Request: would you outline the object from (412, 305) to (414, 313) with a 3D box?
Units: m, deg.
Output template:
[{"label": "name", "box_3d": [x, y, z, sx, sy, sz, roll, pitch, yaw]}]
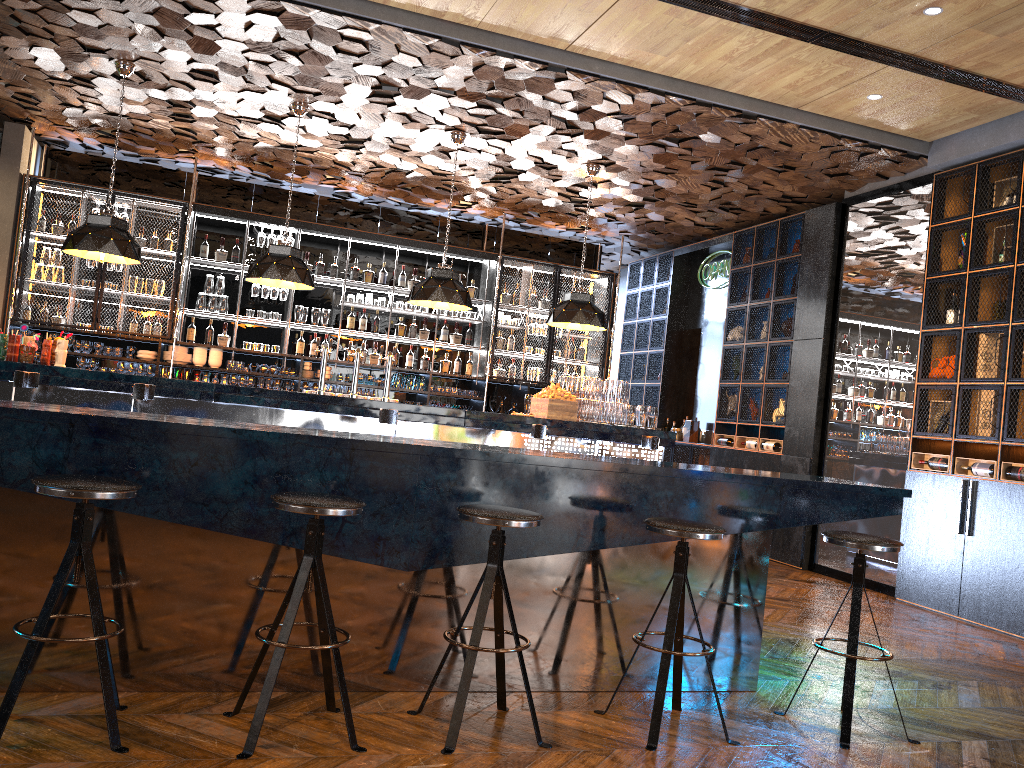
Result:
[{"label": "object", "box_3d": [-1.188, -0.903, 10.673, 0.089, 0.092, 0.089, 7, -2, -19]}]

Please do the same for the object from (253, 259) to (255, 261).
[{"label": "object", "box_3d": [-2.886, -1.352, 10.015, 0.089, 0.092, 0.089, 4, -3, 39]}]

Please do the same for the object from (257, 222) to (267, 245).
[{"label": "object", "box_3d": [-2.802, -1.687, 9.948, 0.092, 0.244, 0.092, 5, -2, 32]}]

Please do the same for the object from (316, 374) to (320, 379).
[{"label": "object", "box_3d": [-2.202, -0.081, 10.199, 0.094, 0.067, 0.106, 5, -2, 33]}]

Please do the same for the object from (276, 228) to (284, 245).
[{"label": "object", "box_3d": [-2.659, -1.664, 10.172, 0.092, 0.244, 0.092, 5, -2, 32]}]

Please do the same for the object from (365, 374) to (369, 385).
[{"label": "object", "box_3d": [-1.666, -0.048, 10.364, 0.108, 0.126, 0.108, 7, -2, -24]}]

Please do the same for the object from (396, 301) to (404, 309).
[{"label": "object", "box_3d": [-1.327, -0.925, 10.486, 0.089, 0.092, 0.089, 4, -3, 43]}]

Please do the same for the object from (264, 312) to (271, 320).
[{"label": "object", "box_3d": [-2.800, -0.767, 10.122, 0.089, 0.092, 0.089, 6, -2, 13]}]

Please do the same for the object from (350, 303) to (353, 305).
[{"label": "object", "box_3d": [-1.902, -0.986, 10.460, 0.089, 0.092, 0.089, 4, -3, 43]}]

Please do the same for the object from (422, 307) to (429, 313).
[{"label": "object", "box_3d": [-1.039, -0.890, 10.607, 0.089, 0.092, 0.089, 5, -2, 25]}]

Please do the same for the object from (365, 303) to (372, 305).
[{"label": "object", "box_3d": [-1.677, -0.965, 10.397, 0.089, 0.092, 0.089, 7, -2, -29]}]

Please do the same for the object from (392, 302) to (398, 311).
[{"label": "object", "box_3d": [-1.402, -0.927, 10.633, 0.089, 0.092, 0.089, 5, -2, 23]}]

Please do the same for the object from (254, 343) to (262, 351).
[{"label": "object", "box_3d": [-2.850, -0.410, 9.949, 0.089, 0.092, 0.089, 5, -3, 34]}]

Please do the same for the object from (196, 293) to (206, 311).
[{"label": "object", "box_3d": [-3.436, -0.904, 9.818, 0.105, 0.209, 0.105, 5, -2, 26]}]

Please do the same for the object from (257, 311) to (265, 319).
[{"label": "object", "box_3d": [-2.829, -0.775, 9.993, 0.089, 0.092, 0.089, 8, -3, -41]}]

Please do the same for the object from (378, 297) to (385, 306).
[{"label": "object", "box_3d": [-1.530, -0.969, 10.417, 0.089, 0.092, 0.089, 7, -2, -28]}]

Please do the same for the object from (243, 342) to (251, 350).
[{"label": "object", "box_3d": [-2.967, -0.423, 9.923, 0.089, 0.092, 0.089, 4, -3, 43]}]

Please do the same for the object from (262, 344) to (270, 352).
[{"label": "object", "box_3d": [-2.799, -0.400, 10.070, 0.089, 0.092, 0.089, 6, -2, -8]}]

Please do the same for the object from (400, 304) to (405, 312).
[{"label": "object", "box_3d": [-1.309, -0.916, 10.671, 0.089, 0.092, 0.089, 5, -2, 20]}]

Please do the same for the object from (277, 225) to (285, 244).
[{"label": "object", "box_3d": [-2.606, -1.664, 10.016, 0.092, 0.244, 0.092, 5, -2, 32]}]

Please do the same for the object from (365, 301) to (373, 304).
[{"label": "object", "box_3d": [-1.675, -0.987, 10.398, 0.089, 0.092, 0.089, 7, -2, -29]}]

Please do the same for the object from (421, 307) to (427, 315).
[{"label": "object", "box_3d": [-1.062, -0.887, 10.747, 0.089, 0.092, 0.089, 8, -3, -44]}]

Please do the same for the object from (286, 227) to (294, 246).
[{"label": "object", "box_3d": [-2.508, -1.653, 10.049, 0.092, 0.244, 0.092, 5, -2, 32]}]

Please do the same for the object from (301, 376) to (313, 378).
[{"label": "object", "box_3d": [-2.330, -0.075, 10.074, 0.149, 0.022, 0.149, 4, -3, 40]}]

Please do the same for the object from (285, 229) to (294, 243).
[{"label": "object", "box_3d": [-2.562, -1.653, 10.205, 0.092, 0.244, 0.092, 5, -2, 32]}]

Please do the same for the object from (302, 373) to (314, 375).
[{"label": "object", "box_3d": [-2.326, -0.109, 10.075, 0.149, 0.024, 0.149, 7, -2, -20]}]

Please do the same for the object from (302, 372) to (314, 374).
[{"label": "object", "box_3d": [-2.324, -0.118, 10.075, 0.149, 0.026, 0.148, 6, -2, -12]}]

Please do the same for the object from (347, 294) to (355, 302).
[{"label": "object", "box_3d": [-1.870, -0.989, 10.298, 0.089, 0.092, 0.089, 6, -2, 7]}]

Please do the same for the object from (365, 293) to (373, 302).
[{"label": "object", "box_3d": [-1.672, -1.013, 10.399, 0.089, 0.092, 0.089, 7, -2, -23]}]

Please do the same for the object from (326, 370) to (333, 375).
[{"label": "object", "box_3d": [-2.118, -0.120, 10.134, 0.094, 0.069, 0.106, 5, -2, 23]}]

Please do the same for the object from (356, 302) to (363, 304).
[{"label": "object", "box_3d": [-1.774, -0.978, 10.324, 0.089, 0.092, 0.089, 4, -3, 43]}]

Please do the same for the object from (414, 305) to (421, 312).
[{"label": "object", "box_3d": [-1.121, -0.901, 10.543, 0.089, 0.092, 0.089, 5, -3, 34]}]

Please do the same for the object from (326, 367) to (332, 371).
[{"label": "object", "box_3d": [-2.112, -0.165, 10.124, 0.094, 0.068, 0.106, 7, -2, -19]}]

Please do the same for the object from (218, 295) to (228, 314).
[{"label": "object", "box_3d": [-3.212, -0.878, 9.882, 0.105, 0.209, 0.105, 5, -2, 26]}]

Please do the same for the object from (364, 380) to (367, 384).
[{"label": "object", "box_3d": [-1.708, -0.048, 10.480, 0.108, 0.126, 0.108, 4, -3, 43]}]

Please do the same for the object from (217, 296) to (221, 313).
[{"label": "object", "box_3d": [-3.261, -0.879, 9.983, 0.105, 0.209, 0.105, 5, -2, 26]}]

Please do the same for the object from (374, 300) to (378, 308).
[{"label": "object", "box_3d": [-1.600, -0.951, 10.540, 0.089, 0.092, 0.089, 7, -2, -29]}]

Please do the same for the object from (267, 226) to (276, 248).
[{"label": "object", "box_3d": [-2.752, -1.675, 10.140, 0.092, 0.244, 0.092, 5, -2, 32]}]

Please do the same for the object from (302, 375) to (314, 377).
[{"label": "object", "box_3d": [-2.328, -0.086, 10.074, 0.149, 0.023, 0.149, 4, -3, 40]}]

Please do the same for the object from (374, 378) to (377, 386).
[{"label": "object", "box_3d": [-1.563, -0.023, 10.358, 0.098, 0.097, 0.098, 5, -2, 19]}]

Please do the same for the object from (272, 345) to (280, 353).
[{"label": "object", "box_3d": [-2.679, -0.388, 10.045, 0.089, 0.092, 0.089, 6, -2, -8]}]

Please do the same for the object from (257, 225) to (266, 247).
[{"label": "object", "box_3d": [-2.856, -1.687, 10.104, 0.092, 0.244, 0.092, 5, -2, 32]}]

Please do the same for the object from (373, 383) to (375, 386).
[{"label": "object", "box_3d": [-1.626, -0.023, 10.528, 0.098, 0.097, 0.098, 7, -2, -27]}]

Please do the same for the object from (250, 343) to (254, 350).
[{"label": "object", "box_3d": [-2.949, -0.415, 10.109, 0.089, 0.092, 0.089, 4, -3, 43]}]

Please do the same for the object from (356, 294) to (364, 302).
[{"label": "object", "box_3d": [-1.772, -0.998, 10.325, 0.089, 0.092, 0.089, 5, -2, 23]}]

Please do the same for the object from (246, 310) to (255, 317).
[{"label": "object", "box_3d": [-2.952, -0.787, 9.998, 0.089, 0.092, 0.089, 8, -3, -41]}]

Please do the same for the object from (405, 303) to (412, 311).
[{"label": "object", "box_3d": [-1.228, -0.913, 10.533, 0.089, 0.092, 0.089, 5, -3, 34]}]

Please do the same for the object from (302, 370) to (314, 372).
[{"label": "object", "box_3d": [-2.324, -0.140, 10.075, 0.149, 0.026, 0.148, 6, -2, -12]}]

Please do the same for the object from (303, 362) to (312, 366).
[{"label": "object", "box_3d": [-2.322, -0.217, 10.074, 0.094, 0.069, 0.106, 7, -2, -13]}]

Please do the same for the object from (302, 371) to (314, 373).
[{"label": "object", "box_3d": [-2.324, -0.129, 10.075, 0.149, 0.025, 0.149, 5, -2, 33]}]

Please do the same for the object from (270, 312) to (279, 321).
[{"label": "object", "box_3d": [-2.675, -0.759, 9.982, 0.089, 0.092, 0.089, 7, -3, -34]}]

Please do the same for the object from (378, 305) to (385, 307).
[{"label": "object", "box_3d": [-1.532, -0.949, 10.416, 0.089, 0.092, 0.089, 6, -2, 7]}]

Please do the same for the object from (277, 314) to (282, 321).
[{"label": "object", "box_3d": [-2.690, -0.753, 10.168, 0.089, 0.092, 0.089, 7, -3, -34]}]

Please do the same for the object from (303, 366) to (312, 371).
[{"label": "object", "box_3d": [-2.317, -0.171, 10.076, 0.107, 0.070, 0.094, 6, -2, 12]}]

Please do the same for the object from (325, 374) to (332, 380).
[{"label": "object", "box_3d": [-2.119, -0.075, 10.130, 0.106, 0.067, 0.094, 7, -2, -31]}]

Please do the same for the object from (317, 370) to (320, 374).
[{"label": "object", "box_3d": [-2.190, -0.125, 10.201, 0.094, 0.069, 0.105, 8, -3, -42]}]

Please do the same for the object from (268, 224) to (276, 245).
[{"label": "object", "box_3d": [-2.699, -1.675, 9.984, 0.092, 0.244, 0.092, 5, -2, 32]}]

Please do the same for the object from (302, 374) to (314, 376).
[{"label": "object", "box_3d": [-2.327, -0.097, 10.075, 0.149, 0.023, 0.149, 7, -3, -35]}]
